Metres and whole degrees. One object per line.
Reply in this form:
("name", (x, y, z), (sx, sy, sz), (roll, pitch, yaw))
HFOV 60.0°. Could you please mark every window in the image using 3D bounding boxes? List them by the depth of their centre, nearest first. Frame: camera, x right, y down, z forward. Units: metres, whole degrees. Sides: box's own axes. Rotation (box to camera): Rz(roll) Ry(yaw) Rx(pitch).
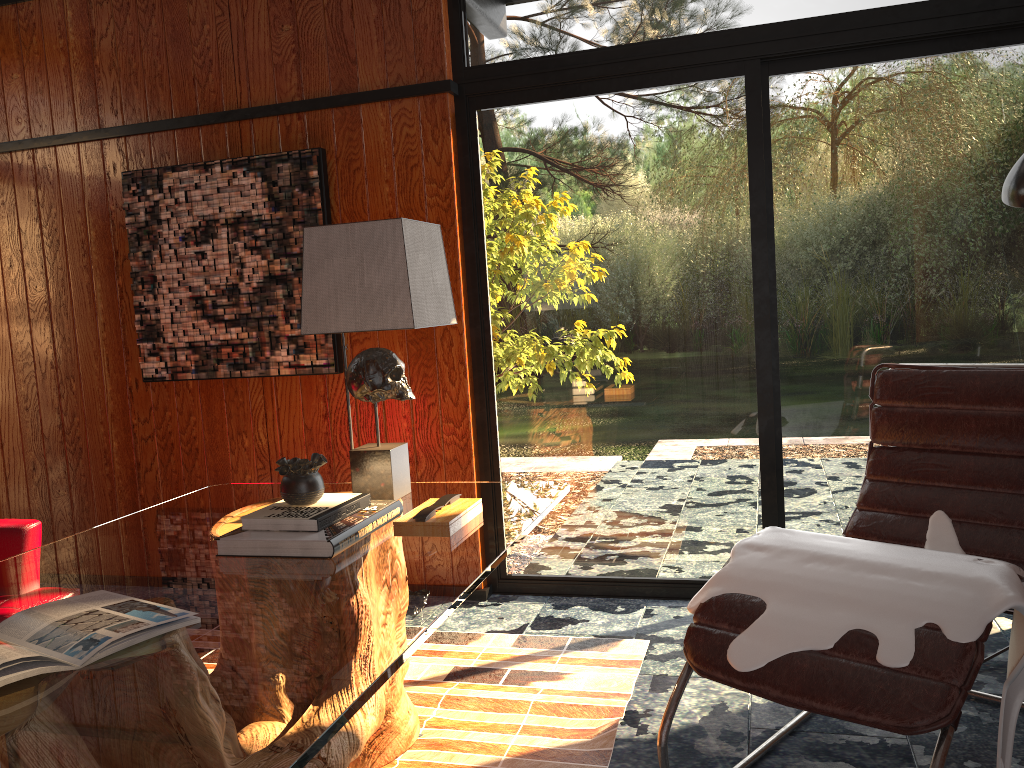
("window", (0.909, -0.493, 3.127), (2.260, 2.580, 0.085), (-2, 5, 16))

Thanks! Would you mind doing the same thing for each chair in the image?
("chair", (0.930, 0.449, 2.112), (0.593, 0.886, 1.298), (1, 7, 44))
("chair", (-1.601, 0.574, 2.143), (0.839, 0.956, 0.621), (-2, 5, 16))

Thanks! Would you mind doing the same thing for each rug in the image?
("rug", (-1.025, 1.010, 2.106), (2.410, 0.042, 2.439), (-2, 5, 16))

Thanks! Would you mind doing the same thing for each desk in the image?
("desk", (-0.620, 0.705, 1.757), (1.150, 0.632, 1.900), (-2, 5, 16))

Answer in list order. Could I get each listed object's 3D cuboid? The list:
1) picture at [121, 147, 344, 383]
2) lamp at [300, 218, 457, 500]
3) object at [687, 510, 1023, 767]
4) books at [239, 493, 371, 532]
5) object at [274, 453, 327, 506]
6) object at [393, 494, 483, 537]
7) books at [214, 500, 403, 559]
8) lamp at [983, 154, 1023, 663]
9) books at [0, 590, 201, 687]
("picture", (-1.139, -0.457, 3.564), (0.916, 0.873, 0.061), (-2, 5, 16))
("lamp", (-0.342, -0.056, 2.389), (0.316, 0.732, 0.316), (-2, 5, 16))
("object", (0.865, 0.598, 2.011), (0.897, 0.489, 0.713), (-5, 5, -16))
("books", (-0.474, 0.295, 2.061), (0.198, 0.029, 0.249), (-2, 5, 18))
("object", (-0.490, 0.224, 2.068), (0.118, 0.114, 0.121), (-3, 5, 10))
("object", (-0.170, 0.304, 2.085), (0.135, 0.049, 0.238), (-2, 5, 16))
("books", (-0.456, 0.330, 2.056), (0.286, 0.040, 0.366), (-2, 5, 16))
("lamp", (1.500, 0.060, 2.518), (0.410, 1.514, 0.595), (-1, 6, 25))
("books", (-0.773, 0.404, 1.419), (0.300, 0.049, 0.422), (0, 6, 35))
